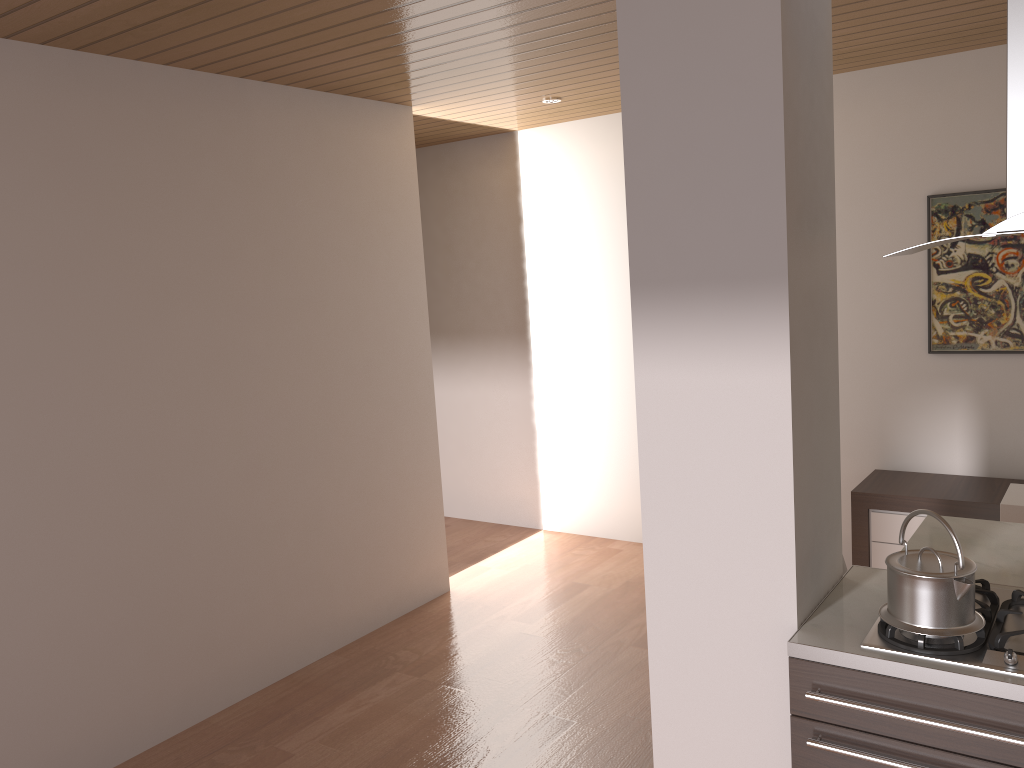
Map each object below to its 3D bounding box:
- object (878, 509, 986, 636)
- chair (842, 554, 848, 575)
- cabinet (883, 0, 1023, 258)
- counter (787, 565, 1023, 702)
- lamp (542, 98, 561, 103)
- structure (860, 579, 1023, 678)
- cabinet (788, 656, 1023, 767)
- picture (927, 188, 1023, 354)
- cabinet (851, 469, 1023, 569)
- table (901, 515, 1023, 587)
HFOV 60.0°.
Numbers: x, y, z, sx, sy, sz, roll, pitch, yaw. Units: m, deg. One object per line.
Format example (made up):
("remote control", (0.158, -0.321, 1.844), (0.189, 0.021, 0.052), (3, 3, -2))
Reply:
("object", (0.946, 0.408, 2.006), (0.221, 0.251, 0.221), (0, 8, 28))
("chair", (1.211, 0.926, 2.975), (0.608, 0.847, 0.491), (2, 10, 40))
("cabinet", (1.356, -0.388, 1.004), (2.058, 1.032, 1.399), (2, 9, 39))
("counter", (1.317, 0.683, 1.154), (2.150, 0.036, 1.850), (1, 9, 35))
("lamp", (0.215, -1.564, 4.820), (0.102, 0.055, 0.102), (-1, 8, 18))
("structure", (1.247, 0.543, 1.961), (0.797, 0.047, 0.494), (1, 9, 35))
("cabinet", (1.347, 1.131, 1.211), (2.150, 0.870, 1.850), (1, 9, 35))
("picture", (2.640, -0.540, 4.151), (1.277, 0.801, 0.018), (1, 9, 35))
("cabinet", (2.529, 0.810, 4.126), (1.740, 0.608, 0.540), (1, 9, 35))
("table", (1.643, 0.964, 2.799), (0.800, 0.758, 1.100), (1, 9, 35))
